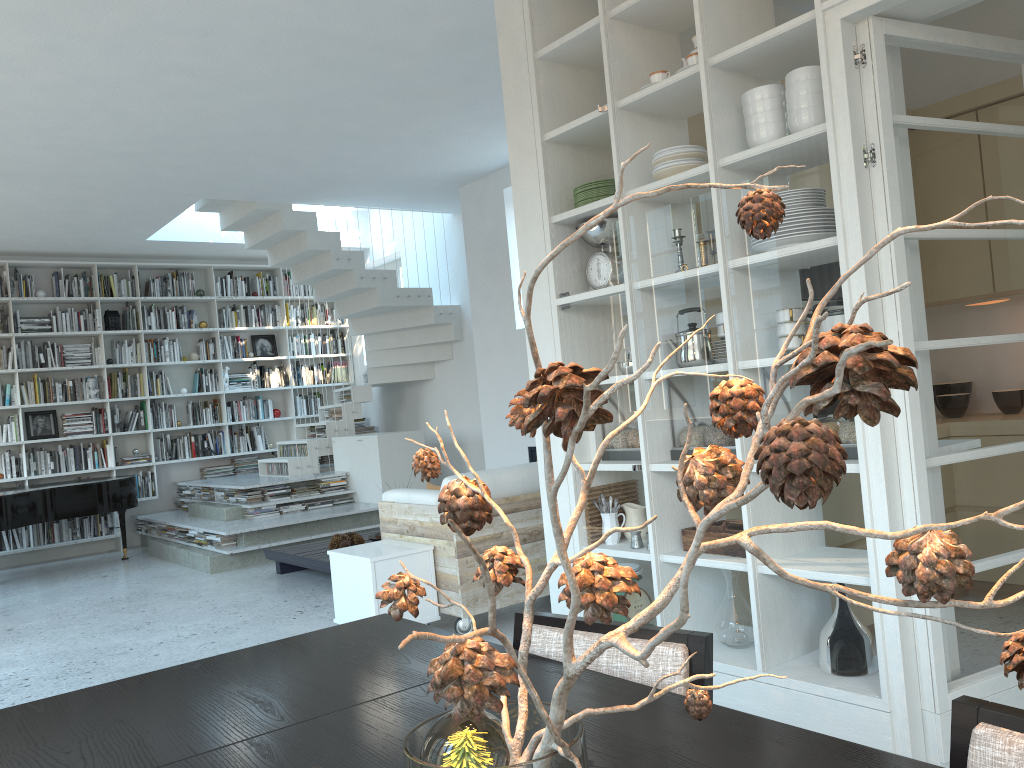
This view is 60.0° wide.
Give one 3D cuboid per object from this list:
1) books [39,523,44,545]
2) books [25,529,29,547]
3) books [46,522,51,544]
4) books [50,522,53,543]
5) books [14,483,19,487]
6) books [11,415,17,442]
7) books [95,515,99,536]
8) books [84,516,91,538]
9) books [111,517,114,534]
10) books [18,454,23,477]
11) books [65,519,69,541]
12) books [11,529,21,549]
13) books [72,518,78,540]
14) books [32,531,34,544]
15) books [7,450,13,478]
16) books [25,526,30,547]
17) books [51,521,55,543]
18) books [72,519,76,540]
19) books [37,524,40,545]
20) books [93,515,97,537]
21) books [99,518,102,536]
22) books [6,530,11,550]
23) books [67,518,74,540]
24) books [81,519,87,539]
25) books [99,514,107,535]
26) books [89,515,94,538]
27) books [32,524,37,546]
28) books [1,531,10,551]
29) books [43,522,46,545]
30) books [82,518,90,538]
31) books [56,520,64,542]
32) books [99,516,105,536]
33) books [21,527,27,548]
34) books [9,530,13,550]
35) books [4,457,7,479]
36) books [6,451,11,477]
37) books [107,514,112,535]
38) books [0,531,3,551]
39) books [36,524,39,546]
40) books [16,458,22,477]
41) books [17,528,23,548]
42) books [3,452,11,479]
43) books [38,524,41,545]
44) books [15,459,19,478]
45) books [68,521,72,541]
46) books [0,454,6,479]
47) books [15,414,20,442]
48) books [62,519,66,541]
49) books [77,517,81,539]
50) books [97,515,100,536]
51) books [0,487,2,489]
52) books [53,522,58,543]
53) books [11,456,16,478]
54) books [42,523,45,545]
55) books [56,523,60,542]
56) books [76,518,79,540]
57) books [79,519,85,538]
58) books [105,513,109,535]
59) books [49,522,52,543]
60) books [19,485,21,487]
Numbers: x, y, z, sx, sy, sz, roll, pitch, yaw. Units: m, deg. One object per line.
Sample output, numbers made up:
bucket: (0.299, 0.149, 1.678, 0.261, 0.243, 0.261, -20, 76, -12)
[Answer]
books: (-4.927, 1.543, 9.253, 0.025, 0.263, 0.145, -5, -1, -37)
books: (-5.027, 1.593, 9.160, 0.024, 0.180, 0.171, -5, -1, -37)
books: (-4.872, 1.547, 9.296, 0.022, 0.247, 0.144, -5, -1, -37)
books: (-4.850, 1.531, 9.314, 0.012, 0.276, 0.154, -5, -1, -37)
books: (-5.094, 1.177, 9.138, 0.013, 0.320, 0.173, -5, -1, -37)
books: (-5.137, 0.460, 9.153, 0.011, 0.279, 0.187, -5, -1, -37)
books: (-4.502, 1.522, 9.571, 0.028, 0.238, 0.140, -5, -1, -37)
books: (-4.555, 1.499, 9.511, 0.011, 0.292, 0.184, -5, -1, -37)
books: (-4.376, 1.540, 9.658, 0.023, 0.182, 0.149, -5, -1, -37)
books: (-5.099, 0.843, 9.204, 0.019, 0.242, 0.107, -5, -1, -37)
books: (-4.732, 1.529, 9.400, 0.028, 0.261, 0.132, -5, -1, -37)
books: (-5.110, 1.552, 9.102, 0.073, 0.276, 0.181, -5, -1, -37)
books: (-4.660, 1.485, 9.433, 0.014, 0.335, 0.183, -5, -1, -37)
books: (-4.992, 1.562, 9.208, 0.010, 0.238, 0.134, -5, -1, -37)
books: (-5.166, 0.824, 9.125, 0.014, 0.291, 0.132, -5, -1, -37)
books: (-5.024, 1.564, 9.189, 0.021, 0.237, 0.115, -5, -1, -37)
books: (-4.840, 1.541, 9.322, 0.012, 0.255, 0.150, -5, -1, -37)
books: (-4.674, 1.548, 9.429, 0.022, 0.213, 0.167, -5, -1, -37)
books: (-4.952, 1.507, 9.234, 0.014, 0.340, 0.140, -5, -1, -37)
books: (-4.508, 1.482, 9.540, 0.013, 0.317, 0.186, -5, -1, -37)
books: (-4.468, 1.543, 9.590, 0.024, 0.191, 0.155, -5, -1, -37)
books: (-5.148, 1.577, 9.064, 0.011, 0.232, 0.174, -5, -1, -37)
books: (-4.689, 1.513, 9.415, 0.013, 0.285, 0.185, -5, -1, -37)
books: (-4.579, 1.544, 9.482, 0.010, 0.206, 0.180, -5, -1, -37)
books: (-4.432, 1.522, 9.620, 0.028, 0.227, 0.162, -5, -1, -37)
books: (-4.525, 1.517, 9.519, 0.044, 0.251, 0.187, -5, -1, -37)
books: (-4.964, 1.550, 9.200, 0.026, 0.256, 0.183, -5, -1, -37)
books: (-5.180, 1.569, 9.044, 0.062, 0.253, 0.178, -5, -1, -37)
books: (-4.891, 1.516, 9.271, 0.034, 0.311, 0.170, -5, -1, -37)
books: (-4.567, 1.541, 9.498, 0.029, 0.210, 0.170, -5, -1, -37)
books: (-4.778, 1.516, 9.363, 0.026, 0.294, 0.155, -5, -1, -37)
books: (-4.444, 1.534, 9.595, 0.022, 0.205, 0.191, -5, -1, -37)
books: (-5.040, 1.554, 9.132, 0.024, 0.260, 0.189, -5, -1, -37)
books: (-5.136, 1.554, 9.065, 0.012, 0.274, 0.180, -5, -1, -37)
books: (-5.209, 0.860, 9.100, 0.015, 0.225, 0.148, -5, -1, -37)
books: (-5.177, 0.831, 9.120, 0.010, 0.277, 0.155, -5, -1, -37)
books: (-4.390, 1.523, 9.633, 0.029, 0.218, 0.191, -5, -1, -37)
books: (-5.220, 1.580, 9.027, 0.028, 0.238, 0.136, -5, -1, -37)
books: (-4.951, 1.526, 9.212, 0.014, 0.301, 0.184, -5, -1, -37)
books: (-5.098, 0.863, 9.170, 0.024, 0.201, 0.158, -5, -1, -37)
books: (-5.078, 1.558, 9.142, 0.025, 0.259, 0.132, -5, -1, -37)
books: (-5.183, 0.835, 9.098, 0.027, 0.269, 0.159, -5, -1, -37)
books: (-4.946, 1.547, 9.251, 0.010, 0.259, 0.131, -5, -1, -37)
books: (-5.128, 0.869, 9.164, 0.031, 0.194, 0.142, -5, -1, -37)
books: (-4.707, 1.556, 9.414, 0.024, 0.203, 0.144, -5, -1, -37)
books: (-5.216, 0.846, 9.085, 0.012, 0.254, 0.161, -5, -1, -37)
books: (-5.126, 0.457, 9.164, 0.021, 0.281, 0.162, -5, -1, -37)
books: (-4.755, 1.544, 9.382, 0.030, 0.234, 0.138, -5, -1, -37)
books: (-4.641, 1.521, 9.466, 0.024, 0.262, 0.131, -5, -1, -37)
books: (-4.479, 1.510, 9.571, 0.011, 0.258, 0.171, -5, -1, -37)
books: (-5.226, 1.201, 9.066, 0.025, 0.294, 0.134, -5, -1, -37)
books: (-4.808, 1.562, 9.314, 0.028, 0.206, 0.175, -5, -1, -37)
books: (-5.141, 0.856, 9.130, 0.029, 0.221, 0.153, -5, -1, -37)
books: (-4.910, 1.505, 9.256, 0.012, 0.337, 0.144, -5, -1, -37)
books: (-4.802, 1.567, 9.355, 0.030, 0.197, 0.143, -5, -1, -37)
books: (-4.648, 1.508, 9.442, 0.014, 0.288, 0.185, -5, -1, -37)
books: (-4.619, 1.544, 9.492, 0.040, 0.212, 0.129, -5, -1, -37)
books: (-4.412, 1.506, 9.625, 0.012, 0.256, 0.176, -5, -1, -37)
books: (-4.856, 1.550, 9.303, 0.012, 0.239, 0.128, -5, -1, -37)
books: (-5.085, 1.192, 9.156, 0.021, 0.290, 0.160, -5, -1, -37)
